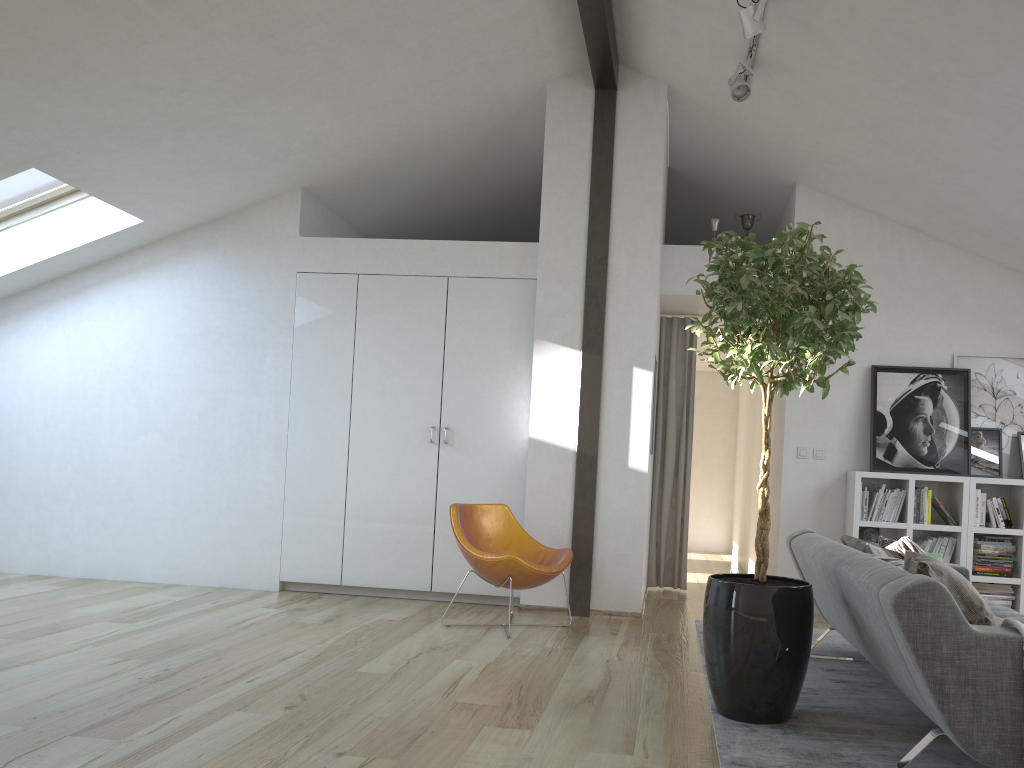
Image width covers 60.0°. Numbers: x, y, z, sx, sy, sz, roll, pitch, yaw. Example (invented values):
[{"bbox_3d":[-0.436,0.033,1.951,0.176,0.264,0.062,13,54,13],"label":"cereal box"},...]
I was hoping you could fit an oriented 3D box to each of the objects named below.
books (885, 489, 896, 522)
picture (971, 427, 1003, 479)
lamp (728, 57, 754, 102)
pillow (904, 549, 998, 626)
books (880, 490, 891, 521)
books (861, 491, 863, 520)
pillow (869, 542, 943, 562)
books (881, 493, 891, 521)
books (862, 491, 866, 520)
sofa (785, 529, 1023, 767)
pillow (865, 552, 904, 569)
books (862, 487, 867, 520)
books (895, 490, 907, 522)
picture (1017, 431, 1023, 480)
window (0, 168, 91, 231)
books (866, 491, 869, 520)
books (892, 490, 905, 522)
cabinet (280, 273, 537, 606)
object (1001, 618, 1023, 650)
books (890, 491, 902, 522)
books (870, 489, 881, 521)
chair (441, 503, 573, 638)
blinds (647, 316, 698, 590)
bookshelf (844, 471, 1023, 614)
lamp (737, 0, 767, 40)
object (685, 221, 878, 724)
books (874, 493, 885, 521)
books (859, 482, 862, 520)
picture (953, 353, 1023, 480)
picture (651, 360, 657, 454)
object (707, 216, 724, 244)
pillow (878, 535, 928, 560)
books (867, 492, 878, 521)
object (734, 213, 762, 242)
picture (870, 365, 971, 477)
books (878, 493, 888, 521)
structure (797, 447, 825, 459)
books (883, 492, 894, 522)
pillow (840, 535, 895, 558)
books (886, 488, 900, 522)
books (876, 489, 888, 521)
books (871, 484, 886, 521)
[{"bbox_3d":[2.644,0.853,6.244,0.072,0.228,0.149,3,-2,10],"label":"books"},{"bbox_3d":[3.286,0.482,6.253,0.317,0.356,0.076,3,-1,7],"label":"picture"},{"bbox_3d":[1.300,-1.717,5.026,0.148,0.250,0.178,3,-2,-2],"label":"lamp"},{"bbox_3d":[1.536,0.775,3.100,0.292,0.337,0.612,2,-4,19],"label":"pillow"},{"bbox_3d":[2.605,0.852,6.235,0.068,0.225,0.130,3,-2,10],"label":"books"},{"bbox_3d":[2.460,0.856,6.272,0.012,0.205,0.132,3,-2,10],"label":"books"},{"bbox_3d":[2.131,1.003,4.799,0.423,0.260,0.239,2,-3,9],"label":"pillow"},{"bbox_3d":[2.611,0.863,6.229,0.062,0.201,0.132,3,-2,10],"label":"books"},{"bbox_3d":[2.470,0.855,6.264,0.012,0.207,0.132,3,-2,10],"label":"books"},{"bbox_3d":[1.831,1.065,3.844,0.982,0.681,2.578,2,-5,10],"label":"sofa"},{"bbox_3d":[1.672,0.862,3.622,0.343,0.283,0.587,2,-4,10],"label":"pillow"},{"bbox_3d":[2.483,0.845,6.269,0.011,0.230,0.130,3,-2,10],"label":"books"},{"bbox_3d":[2.707,0.853,6.214,0.072,0.228,0.149,3,-2,10],"label":"books"},{"bbox_3d":[3.772,0.506,6.138,0.489,0.339,0.147,3,-2,7],"label":"picture"},{"bbox_3d":[-3.587,-1.137,5.580,1.824,0.727,1.541,2,-4,8],"label":"window"},{"bbox_3d":[2.493,0.857,6.263,0.011,0.205,0.132,3,-2,10],"label":"books"},{"bbox_3d":[2.696,0.853,6.229,0.072,0.228,0.149,3,-2,10],"label":"books"},{"bbox_3d":[-0.717,0.371,6.156,1.723,2.239,0.126,3,-1,6],"label":"cabinet"},{"bbox_3d":[1.738,0.924,2.655,0.459,0.418,0.376,2,-3,11],"label":"object"},{"bbox_3d":[2.679,0.859,6.235,0.073,0.217,0.143,3,-2,10],"label":"books"},{"bbox_3d":[2.539,0.847,6.235,0.068,0.225,0.130,3,-2,10],"label":"books"},{"bbox_3d":[-0.025,1.095,5.350,0.672,0.721,0.701,1,-4,39],"label":"chair"},{"bbox_3d":[1.106,0.562,7.439,0.820,2.267,0.141,3,-1,5],"label":"blinds"},{"bbox_3d":[3.877,1.205,6.117,3.020,1.049,0.303,2,-1,6],"label":"bookshelf"},{"bbox_3d":[1.155,-1.790,4.297,0.157,0.253,0.158,3,-2,1],"label":"lamp"},{"bbox_3d":[1.082,0.335,3.606,0.815,2.016,0.800,3,-1,-13],"label":"object"},{"bbox_3d":[2.568,0.862,6.239,0.062,0.201,0.132,3,-2,10],"label":"books"},{"bbox_3d":[2.445,0.825,6.274,0.023,0.267,0.144,3,-2,10],"label":"books"},{"bbox_3d":[3.457,0.231,6.295,0.632,0.883,0.094,3,-1,6],"label":"picture"},{"bbox_3d":[1.041,0.164,6.502,0.007,0.699,0.608,3,-3,11],"label":"picture"},{"bbox_3d":[1.524,-1.135,6.672,0.106,0.241,0.114,2,-2,40],"label":"object"},{"bbox_3d":[1.910,0.883,4.243,0.267,0.339,0.587,2,-4,14],"label":"pillow"},{"bbox_3d":[2.525,0.861,6.239,0.062,0.201,0.132,3,-2,10],"label":"books"},{"bbox_3d":[1.762,-1.142,6.647,0.126,0.276,0.160,4,-2,-35],"label":"object"},{"bbox_3d":[2.903,0.259,6.310,0.680,0.774,0.132,3,-1,6],"label":"picture"},{"bbox_3d":[2.590,0.862,6.230,0.062,0.201,0.132,3,-2,10],"label":"books"},{"bbox_3d":[1.780,0.645,8.220,0.186,0.080,3.675,4,-5,-13],"label":"structure"},{"bbox_3d":[2.625,0.861,6.234,0.068,0.209,0.137,3,-2,10],"label":"books"},{"bbox_3d":[1.730,0.894,4.192,0.251,0.317,0.673,3,-4,10],"label":"pillow"},{"bbox_3d":[2.664,0.849,6.241,0.083,0.236,0.147,3,-2,9],"label":"books"},{"bbox_3d":[2.586,0.851,6.250,0.072,0.228,0.149,3,-2,10],"label":"books"},{"bbox_3d":[2.563,0.832,6.241,0.087,0.263,0.144,3,-2,9],"label":"books"}]
